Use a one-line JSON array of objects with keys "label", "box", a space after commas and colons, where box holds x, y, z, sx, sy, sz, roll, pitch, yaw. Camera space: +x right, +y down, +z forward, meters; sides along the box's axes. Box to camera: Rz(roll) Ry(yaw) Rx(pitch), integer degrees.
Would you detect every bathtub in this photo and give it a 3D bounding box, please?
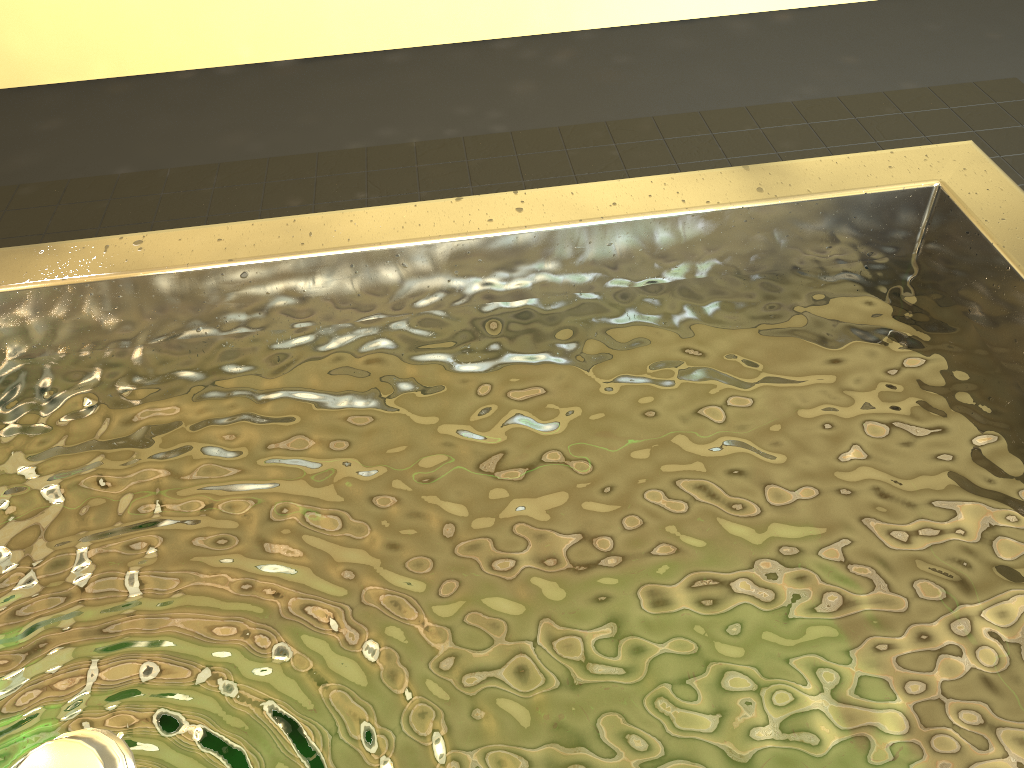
[{"label": "bathtub", "box": [-0.341, 0.243, 0.876, 2.132, 1.153, 1.076, -7, 44, -3]}]
